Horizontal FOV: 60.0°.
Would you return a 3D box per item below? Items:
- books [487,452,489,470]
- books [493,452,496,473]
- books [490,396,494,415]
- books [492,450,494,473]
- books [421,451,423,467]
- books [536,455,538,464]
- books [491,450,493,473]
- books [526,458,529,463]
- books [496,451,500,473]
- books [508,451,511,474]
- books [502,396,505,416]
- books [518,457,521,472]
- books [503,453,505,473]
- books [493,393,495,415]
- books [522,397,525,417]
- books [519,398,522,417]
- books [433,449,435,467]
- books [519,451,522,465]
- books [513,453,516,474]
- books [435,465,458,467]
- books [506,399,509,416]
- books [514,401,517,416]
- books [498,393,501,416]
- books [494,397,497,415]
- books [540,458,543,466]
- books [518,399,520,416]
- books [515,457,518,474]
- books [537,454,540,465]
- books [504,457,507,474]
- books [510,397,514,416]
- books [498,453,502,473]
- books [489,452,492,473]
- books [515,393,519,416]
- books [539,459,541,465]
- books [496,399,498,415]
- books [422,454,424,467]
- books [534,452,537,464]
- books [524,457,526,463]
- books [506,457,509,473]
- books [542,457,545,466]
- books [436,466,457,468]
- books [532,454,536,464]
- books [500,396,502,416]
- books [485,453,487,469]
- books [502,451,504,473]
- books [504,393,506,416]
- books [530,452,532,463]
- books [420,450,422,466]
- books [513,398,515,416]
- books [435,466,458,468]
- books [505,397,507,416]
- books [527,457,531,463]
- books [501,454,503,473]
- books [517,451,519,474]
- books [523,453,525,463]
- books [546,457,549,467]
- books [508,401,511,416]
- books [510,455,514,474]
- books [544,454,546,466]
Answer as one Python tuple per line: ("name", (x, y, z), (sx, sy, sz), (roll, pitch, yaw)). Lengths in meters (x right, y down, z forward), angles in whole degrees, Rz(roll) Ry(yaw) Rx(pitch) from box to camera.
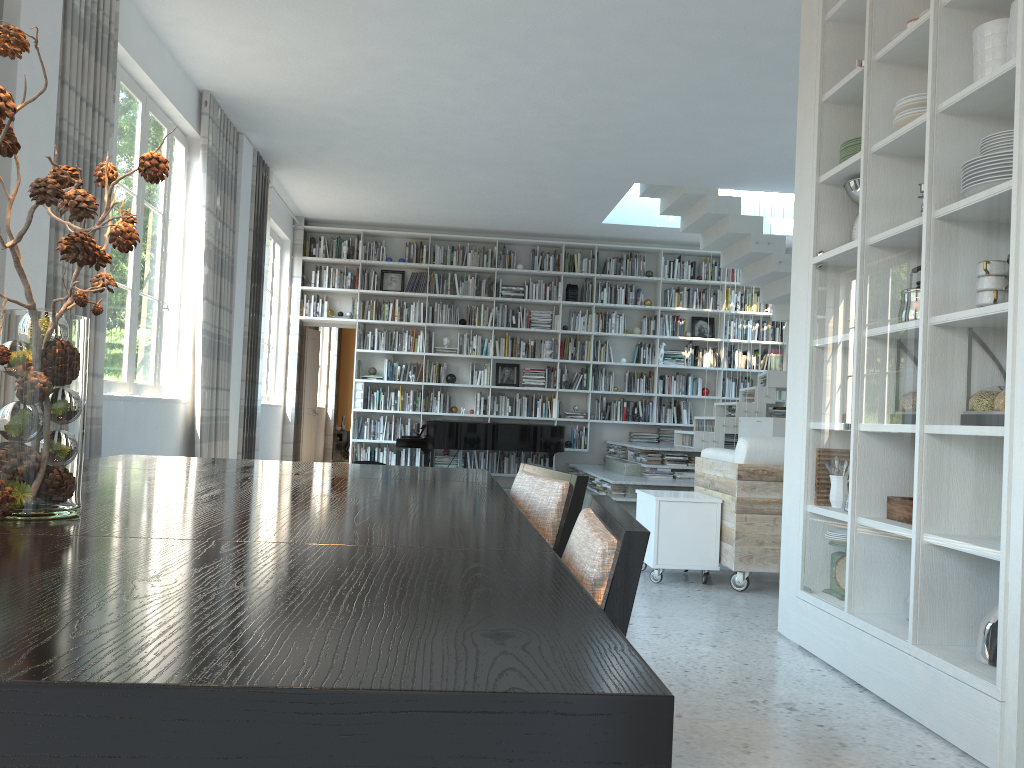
("books", (-0.312, 0.990, 11.212), (0.012, 0.254, 0.161), (3, -2, -4))
("books", (-0.220, 0.989, 11.219), (0.025, 0.263, 0.145), (3, -2, -4))
("books", (-0.258, 0.274, 11.230), (0.029, 0.244, 0.154), (3, -2, -4))
("books", (-0.246, 0.950, 11.215), (0.014, 0.340, 0.140), (3, -2, -4))
("books", (-1.136, 0.961, 11.151), (0.012, 0.230, 0.138), (3, -2, -4))
("books", (0.309, 1.028, 11.257), (0.028, 0.238, 0.140), (3, -2, -4))
("books", (-0.260, 0.968, 11.197), (0.014, 0.300, 0.184), (3, -2, -4))
("books", (0.194, 1.038, 11.224), (0.010, 0.206, 0.180), (3, -2, -4))
("books", (-0.177, 0.967, 11.213), (0.034, 0.311, 0.170), (3, -2, -4))
("books", (-0.033, 0.983, 11.231), (0.026, 0.294, 0.155), (3, -2, -4))
("books", (-0.117, 0.279, 11.229), (0.027, 0.245, 0.179), (3, -2, -4))
("books", (0.085, 1.029, 11.231), (0.022, 0.213, 0.167), (3, -2, -4))
("books", (-0.110, 0.999, 11.230), (0.012, 0.255, 0.150), (3, -2, -4))
("books", (-0.237, 0.259, 11.224), (0.011, 0.275, 0.146), (3, -2, -4))
("books", (0.139, 0.288, 11.272), (0.025, 0.254, 0.136), (3, -2, -4))
("books", (0.111, 0.295, 11.254), (0.031, 0.237, 0.159), (3, -2, -4))
("books", (-0.989, 0.943, 11.158), (0.027, 0.282, 0.129), (3, -2, -4))
("books", (0.107, 0.969, 11.225), (0.014, 0.335, 0.183), (3, -2, -4))
("books", (0.023, 1.003, 11.237), (0.028, 0.261, 0.132), (3, -2, -4))
("books", (-0.828, 1.033, 11.166), (0.285, 0.007, 0.159), (3, -2, -2))
("books", (-0.058, 0.296, 11.226), (0.023, 0.217, 0.174), (3, -2, -4))
("books", (0.035, 0.311, 11.233), (0.023, 0.196, 0.165), (3, -2, -4))
("books", (-0.168, 0.255, 11.249), (0.027, 0.290, 0.140), (3, -2, -4))
("books", (-0.218, 0.280, 11.215), (0.027, 0.234, 0.167), (3, -2, -4))
("books", (0.369, 1.047, 11.247), (0.022, 0.205, 0.191), (3, -2, -4))
("books", (0.084, 0.302, 11.260), (0.025, 0.220, 0.140), (3, -2, -4))
("books", (0.049, 1.032, 11.236), (0.024, 0.203, 0.144), (3, -2, -4))
("books", (0.330, 1.018, 11.244), (0.011, 0.258, 0.171), (3, -2, -4))
("books", (-0.090, 1.024, 11.206), (0.028, 0.206, 0.175), (3, -2, -4))
("books", (-0.003, 0.289, 11.233), (0.029, 0.238, 0.166), (3, -2, -4))
("books", (-0.151, 1.001, 11.225), (0.022, 0.247, 0.144), (3, -2, -4))
("books", (-0.281, 0.989, 11.194), (0.026, 0.256, 0.183), (3, -2, -4))
("books", (0.061, 0.265, 11.250), (0.026, 0.291, 0.152), (3, -2, -4))
("books", (0.345, 1.053, 11.255), (0.024, 0.191, 0.155), (3, -2, -4))
("books", (-0.194, 0.295, 11.229), (0.024, 0.208, 0.170), (3, -2, -4))
("books", (-1.119, 0.978, 11.148), (0.025, 0.198, 0.160), (3, -2, -4))
("books", (0.292, 0.987, 11.233), (0.013, 0.317, 0.186), (3, -2, -4))
("books", (0.166, 1.034, 11.254), (0.040, 0.212, 0.129), (3, -2, -4))
("books", (-0.064, 1.031, 11.238), (0.030, 0.196, 0.143), (3, -2, -4))
("books", (0.393, 1.037, 11.260), (0.028, 0.227, 0.162), (3, -2, -4))
("books", (-0.828, 1.040, 11.161), (0.254, 0.007, 0.161), (3, -2, -8))
("books", (0.262, 1.018, 11.226), (0.044, 0.251, 0.187), (3, -2, -4))
("books", (-0.144, 0.278, 11.244), (0.024, 0.247, 0.132), (3, -2, -4))
("books", (-0.338, 0.997, 11.218), (0.021, 0.237, 0.115), (3, -2, -4))
("books", (-0.121, 0.988, 11.229), (0.012, 0.276, 0.154), (3, -2, -4))
("books", (-0.096, 0.262, 11.227), (0.013, 0.282, 0.166), (3, -2, -4))
("books", (0.235, 0.996, 11.234), (0.011, 0.292, 0.184), (3, -2, -4))
("books", (-1.146, 0.934, 11.148), (0.012, 0.285, 0.159), (3, -2, -4))
("books", (0.017, 0.294, 11.245), (0.013, 0.230, 0.139), (3, -2, -4))
("books", (-0.828, 1.047, 11.159), (0.285, 0.007, 0.159), (3, -2, 1))
("books", (-0.081, 0.282, 11.247), (0.021, 0.244, 0.141), (3, -2, -4))
("books", (0.213, 1.037, 11.231), (0.029, 0.210, 0.170), (3, -2, -4))
("books", (-0.134, 1.006, 11.223), (0.012, 0.239, 0.128), (3, -2, -4))
("books", (0.070, 0.992, 11.226), (0.013, 0.285, 0.185), (3, -2, -4))
("books", (0.136, 1.007, 11.244), (0.024, 0.262, 0.131), (3, -2, -4))
("books", (0.435, 1.044, 11.249), (0.029, 0.217, 0.191), (3, -2, -4))
("books", (-0.033, 0.314, 11.223), (0.029, 0.183, 0.174), (3, -2, -4))
("books", (-0.006, 1.014, 11.235), (0.030, 0.234, 0.138), (3, -2, -4))
("books", (0.415, 1.024, 11.254), (0.013, 0.256, 0.176), (3, -2, -4))
